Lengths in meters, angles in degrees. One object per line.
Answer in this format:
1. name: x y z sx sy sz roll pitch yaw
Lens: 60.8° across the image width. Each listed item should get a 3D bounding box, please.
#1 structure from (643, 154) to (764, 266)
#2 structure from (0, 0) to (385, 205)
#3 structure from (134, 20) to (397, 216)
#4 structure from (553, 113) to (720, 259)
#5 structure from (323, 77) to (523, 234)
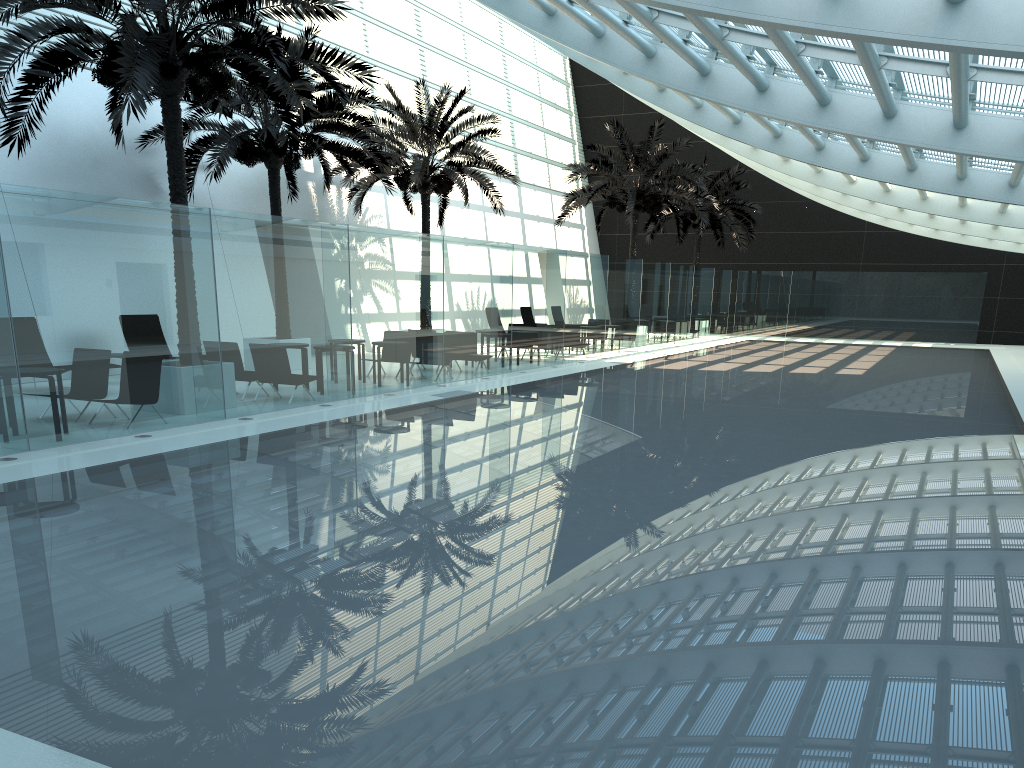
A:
1. structure: 7.661 -5.488 35.209 4.456 7.284 4.624 2 13 5
2. structure: -4.649 -3.151 11.567 4.371 7.285 4.715 -12 18 -44
3. structure: -4.901 -3.745 17.890 4.640 7.092 4.113 2 13 5
4. structure: 3.969 -4.792 28.161 4.795 7.286 4.296 6 14 19
5. structure: -2.381 -4.303 23.170 4.601 7.155 4.150 -6 15 -29
